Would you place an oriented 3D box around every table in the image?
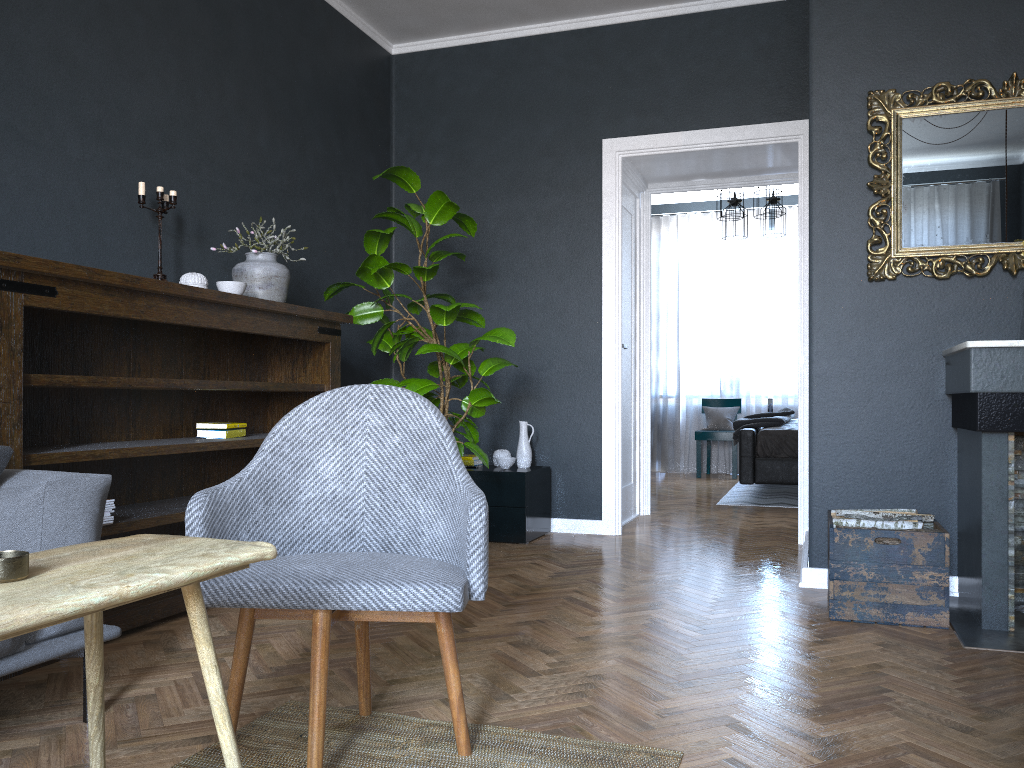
[{"bbox_3d":[-0.629,0.517,1.084,0.339,0.550,0.788,0,-1,19],"label":"table"}]

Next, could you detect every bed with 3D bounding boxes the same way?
[{"bbox_3d":[3.033,0.331,7.181,2.375,1.161,2.266,0,-1,19],"label":"bed"}]

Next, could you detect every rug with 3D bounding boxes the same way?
[{"bbox_3d":[-0.423,0.792,1.155,1.003,0.013,2.011,0,-1,19],"label":"rug"},{"bbox_3d":[2.536,0.913,7.316,1.458,0.013,2.045,0,-1,19],"label":"rug"}]

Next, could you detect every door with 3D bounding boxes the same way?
[{"bbox_3d":[0.689,-0.217,5.593,0.162,2.186,0.857,0,0,19],"label":"door"}]

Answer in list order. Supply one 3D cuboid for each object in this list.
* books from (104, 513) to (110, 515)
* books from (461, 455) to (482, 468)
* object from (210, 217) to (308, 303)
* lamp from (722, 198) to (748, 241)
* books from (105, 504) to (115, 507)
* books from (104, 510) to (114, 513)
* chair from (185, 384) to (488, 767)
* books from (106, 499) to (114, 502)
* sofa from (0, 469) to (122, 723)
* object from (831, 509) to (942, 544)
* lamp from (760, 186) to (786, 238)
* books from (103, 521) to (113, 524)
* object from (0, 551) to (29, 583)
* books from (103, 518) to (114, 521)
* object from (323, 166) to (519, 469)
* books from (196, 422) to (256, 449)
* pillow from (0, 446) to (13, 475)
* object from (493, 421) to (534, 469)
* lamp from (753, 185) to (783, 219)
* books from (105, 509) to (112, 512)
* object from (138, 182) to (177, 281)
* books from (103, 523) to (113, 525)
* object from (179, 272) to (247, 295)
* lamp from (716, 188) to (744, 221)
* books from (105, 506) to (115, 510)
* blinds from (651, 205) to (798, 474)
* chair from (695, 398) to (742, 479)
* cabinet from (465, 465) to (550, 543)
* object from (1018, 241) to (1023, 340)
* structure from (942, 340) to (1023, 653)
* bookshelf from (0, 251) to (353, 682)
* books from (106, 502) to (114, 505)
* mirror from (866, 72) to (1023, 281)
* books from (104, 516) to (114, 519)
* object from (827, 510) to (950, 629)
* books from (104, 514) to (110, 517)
[{"bbox_3d":[-1.439,0.411,2.739,0.218,0.008,0.288,0,-1,25],"label":"books"},{"bbox_3d":[-0.282,0.445,5.130,0.214,0.066,0.162,0,-1,15],"label":"books"},{"bbox_3d":[-1.092,-0.534,3.840,0.385,0.412,0.275,0,0,-3],"label":"object"},{"bbox_3d":[1.953,-1.678,7.773,0.210,0.804,0.210,0,0,33],"label":"lamp"},{"bbox_3d":[-1.434,0.387,2.745,0.218,0.008,0.304,0,-1,23],"label":"books"},{"bbox_3d":[-1.436,0.406,2.747,0.218,0.006,0.304,0,-1,24],"label":"books"},{"bbox_3d":[-0.378,0.401,1.983,0.645,0.811,0.495,0,0,-3],"label":"chair"},{"bbox_3d":[-1.436,0.371,2.748,0.218,0.013,0.305,0,-1,24],"label":"books"},{"bbox_3d":[-1.738,0.393,1.246,0.970,0.798,2.340,0,-1,18],"label":"sofa"},{"bbox_3d":[1.385,0.594,3.302,0.370,0.247,0.533,0,-1,19],"label":"object"},{"bbox_3d":[2.347,-1.702,7.963,0.210,0.747,0.210,0,0,33],"label":"lamp"},{"bbox_3d":[-1.434,0.438,2.735,0.218,0.007,0.305,0,-1,24],"label":"books"},{"bbox_3d":[-0.698,0.225,0.966,0.103,0.033,0.369,0,-1,30],"label":"object"},{"bbox_3d":[-1.433,0.430,2.737,0.218,0.008,0.304,0,-1,24],"label":"books"},{"bbox_3d":[-0.453,-0.089,4.393,1.118,1.899,0.764,0,0,13],"label":"object"},{"bbox_3d":[-1.188,0.217,3.686,0.174,0.113,0.197,0,-1,8],"label":"books"},{"bbox_3d":[-1.484,0.225,1.817,0.442,0.362,0.797,0,-1,37],"label":"pillow"},{"bbox_3d":[-0.025,0.343,5.042,0.229,0.268,0.228,1,-1,-37],"label":"object"},{"bbox_3d":[2.028,-1.709,7.029,0.210,0.769,0.210,0,0,33],"label":"lamp"},{"bbox_3d":[-1.434,0.401,2.742,0.218,0.008,0.288,0,-1,23],"label":"books"},{"bbox_3d":[-1.374,-0.556,3.418,0.130,0.437,0.145,0,0,-35],"label":"object"},{"bbox_3d":[-1.433,0.445,2.737,0.218,0.008,0.304,0,-1,19],"label":"books"},{"bbox_3d":[-1.184,-0.387,3.516,0.255,0.104,0.118,0,-1,-16],"label":"object"},{"bbox_3d":[1.823,-1.735,7.407,0.210,0.714,0.210,0,0,33],"label":"lamp"},{"bbox_3d":[-1.431,0.394,2.744,0.218,0.008,0.304,0,-1,23],"label":"books"},{"bbox_3d":[2.775,-0.451,9.251,3.992,2.788,0.312,0,0,19],"label":"blinds"},{"bbox_3d":[2.113,0.544,9.040,0.435,0.798,0.592,0,-1,19],"label":"chair"},{"bbox_3d":[-0.159,0.672,5.052,0.650,0.390,0.456,0,-1,19],"label":"cabinet"},{"bbox_3d":[2.207,-0.412,3.105,0.727,0.547,0.474,0,-1,22],"label":"object"},{"bbox_3d":[2.047,0.349,2.989,1.065,0.981,0.834,0,-1,19],"label":"structure"},{"bbox_3d":[-1.273,0.247,3.337,0.451,1.172,1.919,0,-1,19],"label":"bookshelf"},{"bbox_3d":[-1.437,0.379,2.747,0.218,0.008,0.304,0,-1,24],"label":"books"},{"bbox_3d":[1.933,-0.805,3.421,1.057,0.784,0.067,0,0,19],"label":"mirror"},{"bbox_3d":[-1.433,0.422,2.735,0.218,0.013,0.305,0,-1,24],"label":"books"},{"bbox_3d":[1.381,0.670,3.302,0.383,0.326,0.552,0,-1,19],"label":"object"},{"bbox_3d":[-1.438,0.417,2.738,0.218,0.008,0.288,0,-1,25],"label":"books"}]
